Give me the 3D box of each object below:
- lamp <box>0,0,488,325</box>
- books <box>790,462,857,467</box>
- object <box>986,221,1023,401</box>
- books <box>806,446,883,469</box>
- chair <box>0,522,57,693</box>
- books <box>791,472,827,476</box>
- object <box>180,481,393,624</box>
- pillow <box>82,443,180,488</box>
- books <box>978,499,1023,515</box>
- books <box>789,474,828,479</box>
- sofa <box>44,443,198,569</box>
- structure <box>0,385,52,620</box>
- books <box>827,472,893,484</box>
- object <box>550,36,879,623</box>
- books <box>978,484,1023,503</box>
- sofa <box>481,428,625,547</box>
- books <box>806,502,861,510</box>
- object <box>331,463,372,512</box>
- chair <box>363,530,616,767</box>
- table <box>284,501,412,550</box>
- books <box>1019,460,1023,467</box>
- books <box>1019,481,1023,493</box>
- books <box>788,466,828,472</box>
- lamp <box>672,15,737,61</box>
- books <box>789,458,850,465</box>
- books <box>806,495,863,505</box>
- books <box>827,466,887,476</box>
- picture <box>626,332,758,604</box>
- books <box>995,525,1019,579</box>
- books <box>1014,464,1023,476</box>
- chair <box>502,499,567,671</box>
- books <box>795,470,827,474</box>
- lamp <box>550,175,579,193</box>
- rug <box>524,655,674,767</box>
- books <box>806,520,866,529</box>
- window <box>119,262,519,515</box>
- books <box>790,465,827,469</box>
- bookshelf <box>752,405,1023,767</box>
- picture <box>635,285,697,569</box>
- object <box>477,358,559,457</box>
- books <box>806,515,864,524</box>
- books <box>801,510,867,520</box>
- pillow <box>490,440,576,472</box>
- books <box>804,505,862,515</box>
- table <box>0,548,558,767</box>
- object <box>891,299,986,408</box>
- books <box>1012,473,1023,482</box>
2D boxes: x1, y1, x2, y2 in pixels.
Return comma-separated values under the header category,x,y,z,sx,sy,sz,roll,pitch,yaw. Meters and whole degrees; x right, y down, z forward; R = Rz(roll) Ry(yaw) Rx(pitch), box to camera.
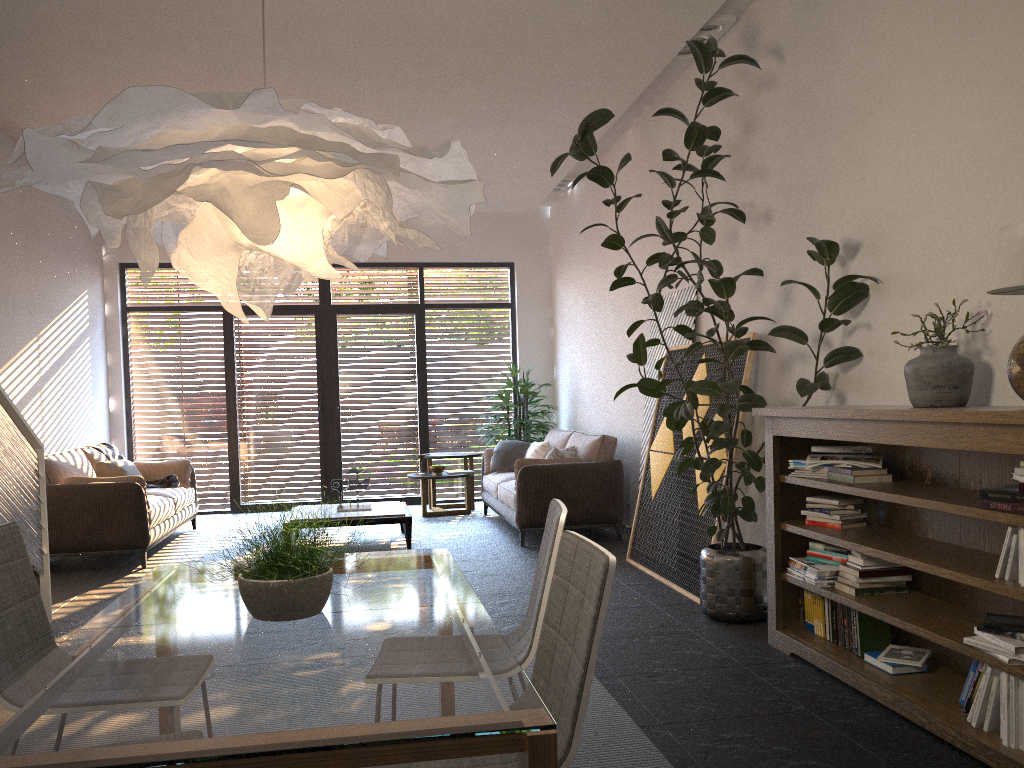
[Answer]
category,x,y,z,sx,sy,sz,roll,pitch,yaw
lamp,-0.672,-2.747,2.138,1.118,5.222,1.059,-2,2,1
books,1.510,0.371,4.141,0.252,0.011,0.318,-1,-1,-38
object,1.722,-0.214,2.802,0.389,0.583,0.389,-3,2,-41
books,1.532,0.345,4.072,0.322,0.109,0.272,-2,-1,25
chair,-1.210,0.868,2.554,0.601,0.921,0.474,-2,2,-7
books,1.509,0.413,4.113,0.252,0.011,0.318,-1,-1,-40
object,-0.563,0.422,2.260,0.531,0.368,0.667,-2,0,-15
pillow,-3.793,0.916,8.389,0.955,0.709,1.016,-2,0,14
books,1.682,0.386,2.806,0.230,0.034,0.286,-1,-1,-18
books,1.501,0.424,4.121,0.252,0.011,0.318,-1,-1,-36
sofa,-3.527,1.022,7.936,0.993,0.921,2.319,-2,0,-10
structure,-0.965,-2.864,1.072,4.233,8.323,8.453,-2,1,-10
books,1.531,0.409,3.906,0.179,0.034,0.243,-2,-1,-7
object,1.060,-0.295,4.825,0.906,3.205,2.011,-3,2,-32
books,0.292,-2.987,0.509,0.360,6.720,5.384,0,2,31
sofa,0.326,0.924,8.602,0.993,0.921,2.319,-2,0,-10
books,1.508,0.566,4.162,0.221,0.023,0.147,-2,-1,31
object,-1.594,-1.195,3.497,0.365,4.480,8.898,-2,0,2
chair,-0.089,0.827,1.988,0.601,0.921,0.474,-2,2,-10
table,-1.440,1.266,7.838,1.049,0.307,1.115,-2,-1,-10
books,1.724,0.246,2.767,0.205,0.022,0.155,-1,-1,-25
books,1.704,0.316,2.744,0.225,0.029,0.179,-2,-1,32
books,1.503,0.392,4.139,0.252,0.011,0.318,-1,-1,-28
lamp,1.191,-2.238,5.703,0.253,0.066,0.644,-1,-1,-10
books,1.510,0.360,4.149,0.252,0.011,0.318,-1,-1,-33
books,1.513,0.545,4.156,0.155,0.020,0.205,-1,-1,-25
books,1.523,0.381,3.912,0.166,0.024,0.227,-2,-1,-6
picture,1.155,0.518,5.954,0.386,1.608,1.496,-2,1,-10
books,1.657,0.544,2.879,0.135,0.182,0.078,-2,2,-10
books,1.718,0.270,2.766,0.243,0.024,0.175,-2,-1,35
chair,-0.122,0.840,2.728,0.601,0.921,0.474,-2,2,0
books,1.520,0.402,4.098,0.252,0.011,0.318,-1,-1,-43
lamp,0.531,-2.158,9.493,0.253,0.066,0.644,-1,-1,-10
rug,-0.550,1.300,2.297,2.370,0.006,3.684,-1,-1,-10
books,1.521,0.652,4.161,0.158,0.021,0.224,-1,-1,-25
window,-2.207,-0.002,10.652,4.940,3.034,0.459,-2,2,-10
books,1.507,0.381,4.123,0.252,0.011,0.318,-1,-1,-38
bookshelf,1.589,0.679,3.494,0.451,1.173,1.917,-2,0,-10
picture,1.152,0.319,6.717,0.207,2.022,0.956,-2,2,-10
object,0.071,0.555,10.192,0.977,1.726,0.913,-3,2,-45
books,1.515,0.630,4.159,0.155,0.022,0.205,-1,-1,-30
books,1.513,0.610,4.163,0.174,0.019,0.244,-1,-1,-25
pillow,0.189,0.742,8.610,0.618,0.343,1.892,-2,-1,-10
books,1.508,0.589,4.170,0.162,0.023,0.231,-1,-1,-9
table,-0.562,0.946,2.266,0.997,0.715,1.799,-2,0,-10
object,1.642,-0.116,3.419,0.385,0.413,0.275,-2,1,-32
books,1.710,0.292,2.747,0.244,0.019,0.174,-2,-1,15
